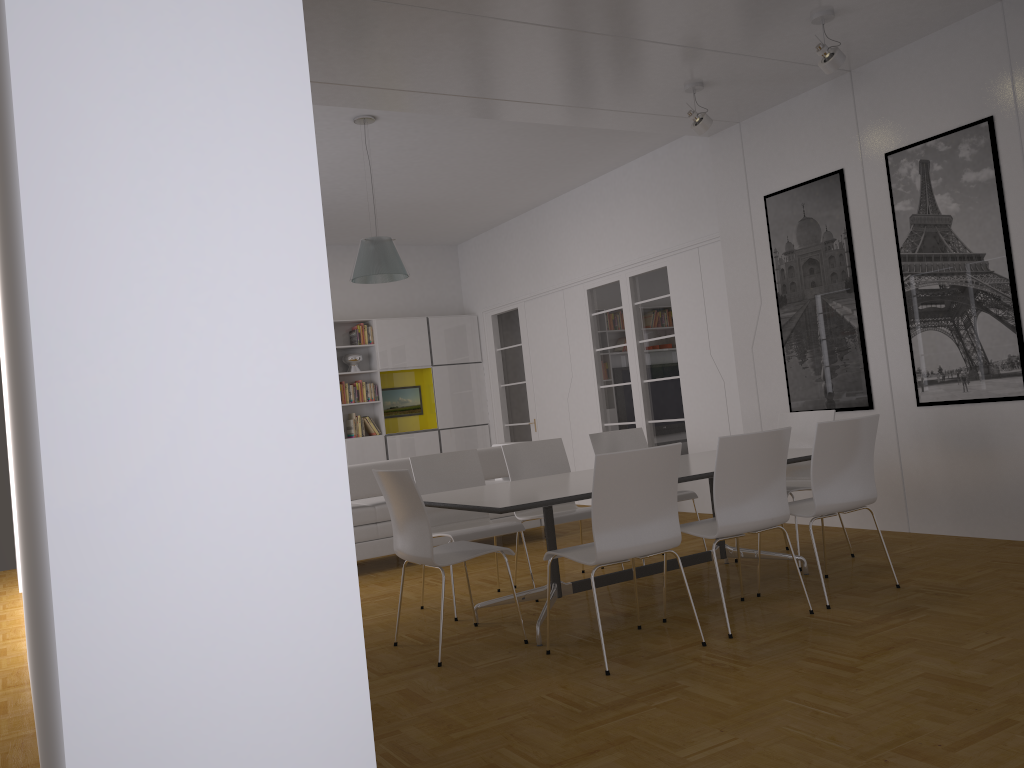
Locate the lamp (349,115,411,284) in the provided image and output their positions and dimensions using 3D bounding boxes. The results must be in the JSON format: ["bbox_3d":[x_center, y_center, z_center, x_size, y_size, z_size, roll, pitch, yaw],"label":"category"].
[{"bbox_3d":[-1.072,-1.423,6.798,0.465,1.251,0.464,-4,-3,-31],"label":"lamp"}]

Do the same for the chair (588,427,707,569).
[{"bbox_3d":[0.906,0.778,6.102,0.561,0.932,0.574,-5,-3,-30],"label":"chair"}]

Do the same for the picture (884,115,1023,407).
[{"bbox_3d":[2.889,-0.757,5.814,0.016,1.782,0.785,-4,-3,-30],"label":"picture"}]

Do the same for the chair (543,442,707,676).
[{"bbox_3d":[0.491,0.763,4.067,0.561,0.932,0.574,-5,-3,-30],"label":"chair"}]

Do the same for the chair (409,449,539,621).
[{"bbox_3d":[-0.268,0.884,5.419,0.561,0.932,0.574,-5,-3,-30],"label":"chair"}]

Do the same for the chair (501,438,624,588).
[{"bbox_3d":[0.301,0.833,5.750,0.561,0.932,0.574,-5,-3,-30],"label":"chair"}]

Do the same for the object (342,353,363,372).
[{"bbox_3d":[-1.997,-0.258,11.146,0.257,0.239,0.256,-5,-2,-22],"label":"object"}]

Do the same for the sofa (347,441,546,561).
[{"bbox_3d":[-0.937,1.044,7.489,2.624,0.849,0.821,-5,-3,-30],"label":"sofa"}]

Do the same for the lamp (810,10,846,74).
[{"bbox_3d":[1.915,-2.054,5.360,0.173,0.365,0.167,-7,-3,13],"label":"lamp"}]

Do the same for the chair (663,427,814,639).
[{"bbox_3d":[1.096,0.708,4.419,0.561,0.932,0.574,-5,-3,-30],"label":"chair"}]

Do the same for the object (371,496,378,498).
[{"bbox_3d":[-1.632,1.453,10.704,0.211,0.392,0.216,-5,-3,-30],"label":"object"}]

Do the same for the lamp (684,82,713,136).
[{"bbox_3d":[1.342,-1.963,6.360,0.173,0.365,0.167,-7,-3,13],"label":"lamp"}]

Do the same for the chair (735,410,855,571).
[{"bbox_3d":[1.795,0.665,5.742,0.576,0.932,0.560,-5,-3,-30],"label":"chair"}]

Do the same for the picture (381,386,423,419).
[{"bbox_3d":[-1.454,0.236,11.557,0.609,0.388,0.007,-5,-3,-30],"label":"picture"}]

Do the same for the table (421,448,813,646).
[{"bbox_3d":[0.724,0.869,5.087,2.412,0.723,1.209,-5,-2,-30],"label":"table"}]

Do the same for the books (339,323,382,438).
[{"bbox_3d":[-3.413,0.076,10.296,3.865,1.457,0.235,-5,-3,-30],"label":"books"}]

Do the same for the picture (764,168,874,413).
[{"bbox_3d":[2.326,-0.668,6.800,0.013,1.782,0.785,-4,-3,-30],"label":"picture"}]

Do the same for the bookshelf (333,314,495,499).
[{"bbox_3d":[-2.736,0.519,10.674,5.369,2.482,0.389,-5,-3,-30],"label":"bookshelf"}]

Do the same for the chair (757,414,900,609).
[{"bbox_3d":[1.665,0.657,4.750,0.561,0.932,0.574,-5,-3,-30],"label":"chair"}]

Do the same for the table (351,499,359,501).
[{"bbox_3d":[-2.728,1.531,10.110,1.974,0.435,0.437,-5,-2,-30],"label":"table"}]

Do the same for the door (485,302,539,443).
[{"bbox_3d":[0.046,0.250,11.233,0.139,2.457,1.007,-4,-3,-30],"label":"door"}]

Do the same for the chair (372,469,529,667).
[{"bbox_3d":[-0.349,0.865,4.494,0.576,0.932,0.560,-5,-3,-30],"label":"chair"}]
